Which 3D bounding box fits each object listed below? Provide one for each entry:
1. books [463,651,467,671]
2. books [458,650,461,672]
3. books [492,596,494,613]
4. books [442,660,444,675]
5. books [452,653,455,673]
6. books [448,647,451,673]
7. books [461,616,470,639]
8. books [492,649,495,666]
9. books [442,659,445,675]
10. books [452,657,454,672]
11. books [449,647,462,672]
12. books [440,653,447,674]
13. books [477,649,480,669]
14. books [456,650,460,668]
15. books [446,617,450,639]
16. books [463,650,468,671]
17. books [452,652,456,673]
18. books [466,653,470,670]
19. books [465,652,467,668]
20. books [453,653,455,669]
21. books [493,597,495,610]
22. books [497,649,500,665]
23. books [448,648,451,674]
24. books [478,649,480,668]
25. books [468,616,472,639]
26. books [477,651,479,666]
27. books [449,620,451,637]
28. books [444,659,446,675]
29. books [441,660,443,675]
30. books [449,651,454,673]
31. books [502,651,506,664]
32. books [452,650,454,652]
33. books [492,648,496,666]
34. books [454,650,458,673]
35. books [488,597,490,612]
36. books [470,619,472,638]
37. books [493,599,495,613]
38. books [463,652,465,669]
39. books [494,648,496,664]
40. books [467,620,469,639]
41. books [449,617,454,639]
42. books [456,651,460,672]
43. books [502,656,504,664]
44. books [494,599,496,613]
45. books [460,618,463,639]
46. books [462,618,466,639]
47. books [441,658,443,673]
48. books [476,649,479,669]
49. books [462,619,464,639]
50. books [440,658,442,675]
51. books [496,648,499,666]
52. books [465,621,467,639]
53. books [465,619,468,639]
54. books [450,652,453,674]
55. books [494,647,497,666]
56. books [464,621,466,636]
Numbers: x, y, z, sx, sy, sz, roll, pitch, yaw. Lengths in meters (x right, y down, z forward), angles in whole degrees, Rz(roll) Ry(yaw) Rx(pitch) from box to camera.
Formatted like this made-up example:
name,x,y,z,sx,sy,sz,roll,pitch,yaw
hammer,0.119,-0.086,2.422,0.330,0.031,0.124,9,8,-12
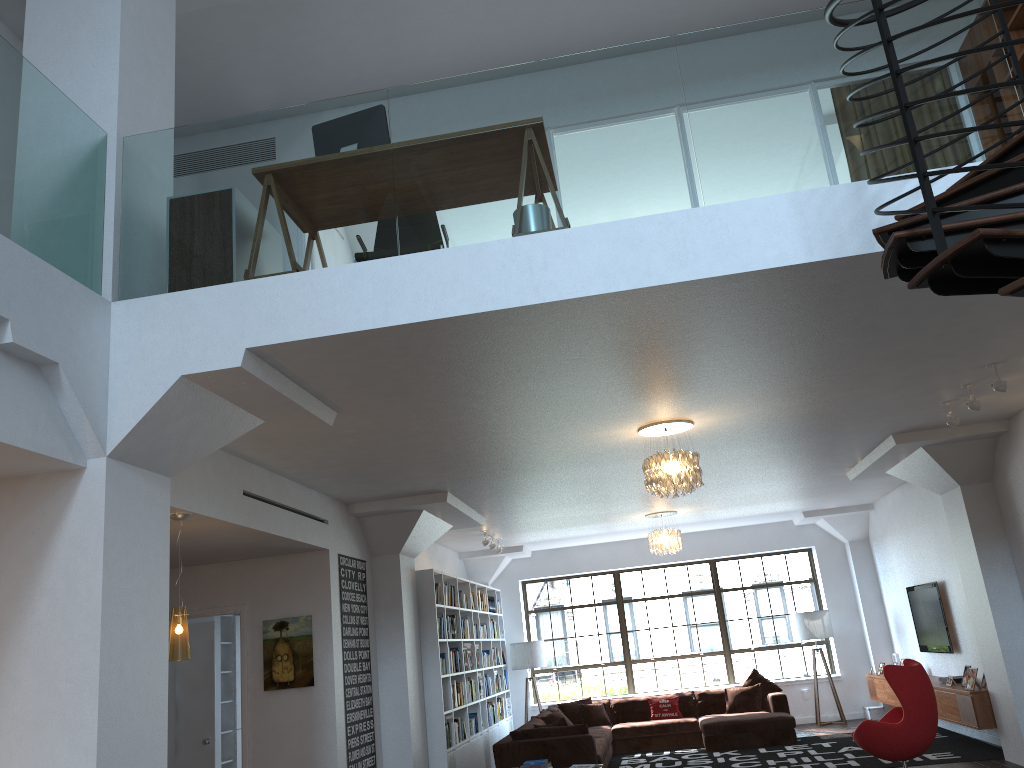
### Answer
name,x,y,z,sx,sy,sz,roll,pitch,yaw
books,-0.657,3.409,10.895,0.174,0.240,0.054,-8,-17,7
books,-0.703,3.311,10.577,0.182,0.253,0.034,-8,-17,7
books,-0.370,3.354,13.430,0.183,0.253,0.042,-8,-17,7
books,-0.809,3.134,9.783,0.110,0.153,0.019,-8,-17,7
books,-0.751,3.243,10.284,0.161,0.223,0.027,-8,-17,7
books,-0.793,3.159,10.109,0.176,0.290,0.053,-8,-17,7
books,-0.639,3.141,11.412,0.176,0.290,0.053,-8,-17,7
books,-0.348,3.960,12.814,0.174,0.240,0.054,-8,-17,7
books,-0.807,3.139,9.820,0.120,0.167,0.020,-8,-17,7
books,-0.765,3.224,10.264,0.159,0.250,0.026,-8,-17,7
books,-0.705,3.312,10.643,0.176,0.294,0.102,-8,-17,7
books,-0.807,3.132,9.913,0.140,0.231,0.042,-8,-17,7
books,-0.532,3.649,11.739,0.183,0.253,0.039,-8,-17,7
books,-0.719,3.303,10.546,0.182,0.253,0.034,-8,-17,7
books,-0.823,2.837,10.280,0.183,0.253,0.042,-8,-17,7
books,-0.650,3.435,11.005,0.183,0.253,0.042,-8,-17,7
books,-0.753,3.257,10.343,0.167,0.230,0.037,-8,-17,7
books,-0.618,3.489,11.111,0.161,0.207,0.135,-8,-17,6
books,-0.640,3.437,10.964,0.161,0.223,0.032,-8,-17,7
books,-0.749,3.251,10.310,0.161,0.223,0.026,-8,-17,7
books,-0.359,3.378,13.513,0.183,0.253,0.042,-8,-17,7
books,-0.287,4.084,13.233,0.174,0.236,0.142,-8,-17,6
books,-0.807,3.146,10.051,0.197,0.283,0.065,-8,-17,7
books,-0.517,3.669,11.803,0.171,0.246,0.036,-8,-17,7
books,-0.634,3.161,11.469,0.197,0.283,0.065,-8,-17,7
books,-0.521,3.650,11.701,0.161,0.223,0.030,-8,-17,7
books,-0.807,2.873,10.400,0.160,0.251,0.039,-8,-17,7
books,-0.796,3.147,9.844,0.106,0.162,0.032,-8,-17,7
books,-0.836,3.104,9.729,0.134,0.184,0.030,-8,-17,7
books,-0.769,3.215,10.224,0.170,0.245,0.057,-8,-17,7
books,-0.206,4.222,13.680,0.182,0.215,0.188,-8,-17,7
books,-0.762,3.258,10.382,0.182,0.253,0.034,-8,-17,7
books,-0.341,3.986,12.923,0.183,0.253,0.042,-8,-17,7
books,-0.735,3.265,10.412,0.182,0.253,0.034,-8,-17,7
books,-0.412,3.263,13.062,0.161,0.223,0.032,-8,-17,7
books,-0.607,3.196,11.532,0.159,0.250,0.026,-8,-17,7
books,-0.363,3.366,13.471,0.183,0.253,0.042,-8,-17,7
books,-0.663,3.406,10.851,0.161,0.223,0.032,-8,-17,7
books,-0.326,4.009,12.992,0.171,0.246,0.039,-8,-17,7
books,-0.643,3.144,11.331,0.174,0.239,0.045,-8,-17,7
books,-0.791,2.903,10.507,0.183,0.253,0.042,-8,-17,7
books,-0.717,3.298,10.505,0.174,0.239,0.045,-8,-17,7
books,-0.228,4.202,13.594,0.167,0.210,0.162,-8,-17,7
books,-0.350,3.390,13.554,0.183,0.253,0.042,-8,-17,7
books,-0.701,3.021,10.930,0.182,0.253,0.034,-8,-17,7
books,-0.680,3.069,11.096,0.182,0.253,0.034,-8,-17,7
books,-0.831,3.114,9.752,0.128,0.178,0.022,-8,-17,7
books,-0.538,3.617,11.638,0.174,0.251,0.051,-8,-17,7
books,-0.694,3.048,10.999,0.174,0.239,0.045,-8,-17,7
books,-0.835,3.093,9.682,0.128,0.178,0.022,-8,-17,7
books,-0.300,4.051,13.150,0.183,0.253,0.042,-8,-17,7
books,-0.657,3.119,11.215,0.161,0.223,0.027,-8,-17,7
books,-0.654,3.127,11.284,0.170,0.245,0.057,-8,-17,7
books,-0.774,3.203,10.174,0.174,0.239,0.045,-8,-17,7
books,-0.320,4.025,13.069,0.180,0.259,0.042,-8,-17,7
books,-0.663,3.112,11.190,0.161,0.223,0.026,-8,-17,7
